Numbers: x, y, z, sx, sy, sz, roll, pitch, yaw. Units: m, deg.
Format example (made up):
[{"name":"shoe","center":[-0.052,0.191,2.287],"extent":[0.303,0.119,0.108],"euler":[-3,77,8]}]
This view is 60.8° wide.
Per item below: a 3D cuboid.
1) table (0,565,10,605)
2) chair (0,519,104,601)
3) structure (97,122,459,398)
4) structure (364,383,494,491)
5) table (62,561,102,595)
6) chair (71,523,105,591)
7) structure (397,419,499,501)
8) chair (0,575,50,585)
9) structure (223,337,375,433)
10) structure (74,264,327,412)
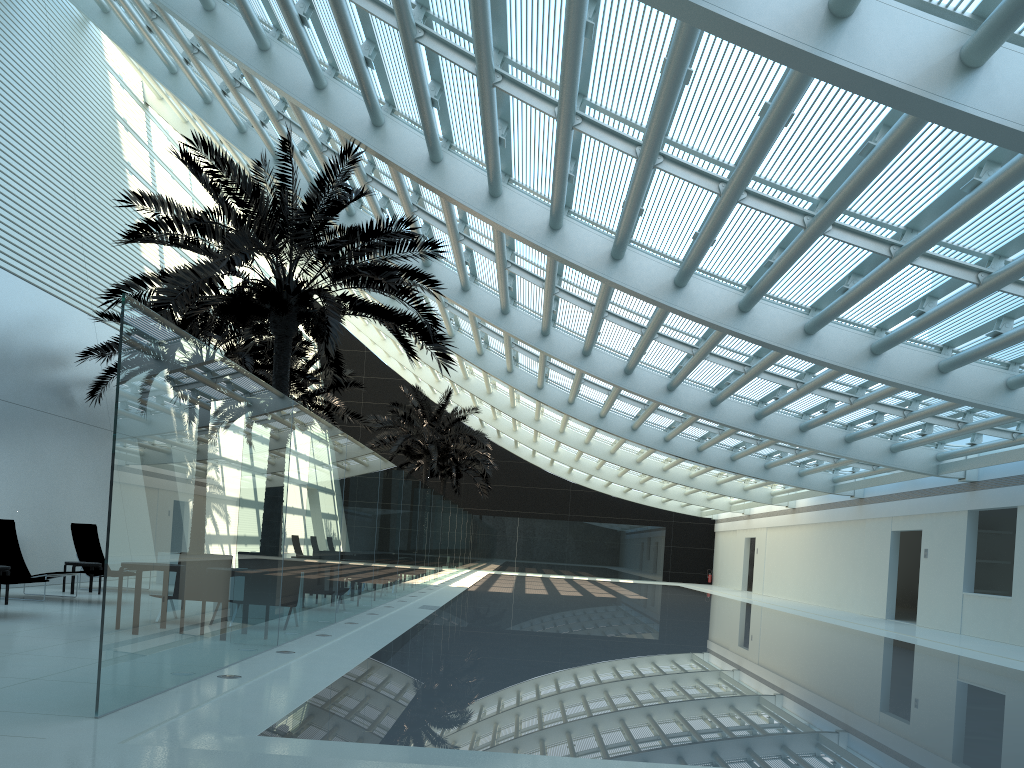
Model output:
[{"name":"table","center":[-7.169,2.733,11.877],"extent":[0.554,0.510,0.561],"euler":[-2,-8,44]},{"name":"chair","center":[-6.749,2.653,13.044],"extent":[2.036,1.143,0.935],"euler":[4,-4,1]},{"name":"structure","center":[-3.448,-0.105,12.647],"extent":[4.809,6.930,4.510],"euler":[2,-3,20]},{"name":"structure","center":[-3.164,3.518,31.933],"extent":[4.828,6.930,4.492],"euler":[4,-3,-5]},{"name":"table","center":[-7.130,3.219,14.469],"extent":[0.554,0.510,0.561],"euler":[-2,-8,44]},{"name":"chair","center":[-6.710,3.140,15.635],"extent":[2.036,1.143,0.935],"euler":[4,-4,1]},{"name":"structure","center":[-3.014,5.061,40.137],"extent":[4.481,6.928,4.844],"euler":[5,-4,-20]},{"name":"chair","center":[-6.788,2.166,10.453],"extent":[2.036,1.143,0.935],"euler":[4,-4,1]},{"name":"structure","center":[-6.632,1.967,24.504],"extent":[4.280,6.805,4.699],"euler":[2,-4,35]},{"name":"structure","center":[-6.520,0.874,18.455],"extent":[4.667,6.746,4.308],"euler":[5,-3,-20]}]
